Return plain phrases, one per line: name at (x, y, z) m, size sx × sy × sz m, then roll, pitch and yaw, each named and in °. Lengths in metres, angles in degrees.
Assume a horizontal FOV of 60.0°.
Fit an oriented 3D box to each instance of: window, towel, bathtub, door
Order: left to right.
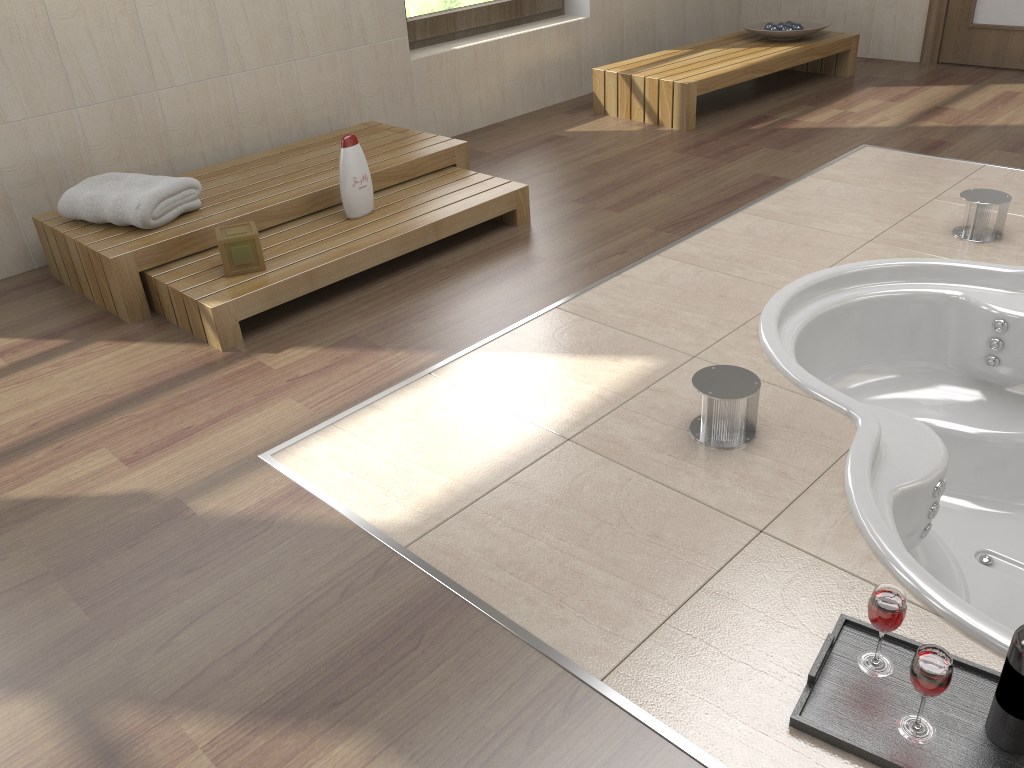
towel at (-1.261, -0.611, 2.918) m, size 0.399 × 0.119 × 0.280 m, roll 10°, pitch 33°, yaw 22°
window at (-0.203, -2.654, 4.029) m, size 0.117 × 1.934 × 1.188 m, roll 24°, pitch 41°, yaw 39°
door at (2.695, -2.584, 4.309) m, size 0.861 × 2.026 × 0.102 m, roll 22°, pitch 39°, yaw 37°
bathtub at (1.561, 0.318, 2.168) m, size 1.751 × 0.674 × 1.754 m, roll -3°, pitch 30°, yaw 1°

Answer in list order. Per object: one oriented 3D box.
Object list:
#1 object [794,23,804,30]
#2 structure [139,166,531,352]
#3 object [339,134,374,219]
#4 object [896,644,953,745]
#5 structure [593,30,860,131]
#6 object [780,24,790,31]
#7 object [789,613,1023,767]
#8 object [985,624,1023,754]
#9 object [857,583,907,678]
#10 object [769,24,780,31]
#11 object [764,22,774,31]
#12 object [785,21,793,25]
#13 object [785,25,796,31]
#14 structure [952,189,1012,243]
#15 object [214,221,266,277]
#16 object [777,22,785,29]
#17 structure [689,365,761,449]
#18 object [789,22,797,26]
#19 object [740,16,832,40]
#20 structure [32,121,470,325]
object at (1.562, -1.939, 4.846) m, size 0.060 × 0.060 × 0.060 m, roll 24°, pitch 40°, yaw 38°
structure at (-0.603, -0.505, 3.069) m, size 0.620 × 0.140 × 1.280 m, roll 24°, pitch 41°, yaw 39°
object at (-0.529, -0.701, 2.983) m, size 0.063 × 0.276 × 0.134 m, roll 18°, pitch 37°, yaw 33°
object at (0.595, 0.445, 1.276) m, size 0.055 × 0.153 × 0.055 m, roll 18°, pitch 37°, yaw 33°
structure at (1.168, -1.671, 4.750) m, size 1.450 × 0.220 × 0.620 m, roll -26°, pitch 37°, yaw -32°
object at (1.504, -1.944, 4.871) m, size 0.060 × 0.060 × 0.060 m, roll 24°, pitch 40°, yaw 38°
object at (0.653, 0.494, 1.317) m, size 0.400 × 0.040 × 0.250 m, roll 17°, pitch 36°, yaw 31°
object at (0.721, 0.380, 1.219) m, size 0.070 × 0.307 × 0.070 m, roll 3°, pitch 31°, yaw 11°
object at (0.578, 0.383, 1.382) m, size 0.055 × 0.153 × 0.055 m, roll 18°, pitch 37°, yaw 33°
object at (1.443, -1.947, 4.879) m, size 0.060 × 0.060 × 0.060 m, roll 24°, pitch 40°, yaw 38°
object at (1.434, -1.980, 4.932) m, size 0.060 × 0.060 × 0.060 m, roll 24°, pitch 40°, yaw 38°
object at (1.548, -1.998, 4.956) m, size 0.060 × 0.060 × 0.060 m, roll 24°, pitch 40°, yaw 38°
object at (1.511, -1.915, 4.818) m, size 0.060 × 0.060 × 0.060 m, roll 24°, pitch 40°, yaw 38°
structure at (1.529, -0.549, 2.888) m, size 0.150 × 0.131 × 0.150 m, roll 2°, pitch 31°, yaw 10°
object at (-0.819, -0.407, 2.673) m, size 0.120 × 0.120 × 0.120 m, roll -14°, pitch 32°, yaw -16°
object at (1.496, -1.977, 4.928) m, size 0.060 × 0.060 × 0.060 m, roll 24°, pitch 40°, yaw 38°
structure at (0.479, 0.050, 2.000) m, size 0.150 × 0.131 × 0.150 m, roll -26°, pitch 37°, yaw -33°
object at (1.552, -1.966, 4.902) m, size 0.060 × 0.060 × 0.060 m, roll 24°, pitch 40°, yaw 38°
object at (1.506, -1.952, 4.894) m, size 0.487 × 0.076 × 0.487 m, roll -3°, pitch 30°, yaw 2°
structure at (-0.894, -0.665, 3.296) m, size 0.620 × 0.220 × 1.450 m, roll 24°, pitch 41°, yaw 39°
